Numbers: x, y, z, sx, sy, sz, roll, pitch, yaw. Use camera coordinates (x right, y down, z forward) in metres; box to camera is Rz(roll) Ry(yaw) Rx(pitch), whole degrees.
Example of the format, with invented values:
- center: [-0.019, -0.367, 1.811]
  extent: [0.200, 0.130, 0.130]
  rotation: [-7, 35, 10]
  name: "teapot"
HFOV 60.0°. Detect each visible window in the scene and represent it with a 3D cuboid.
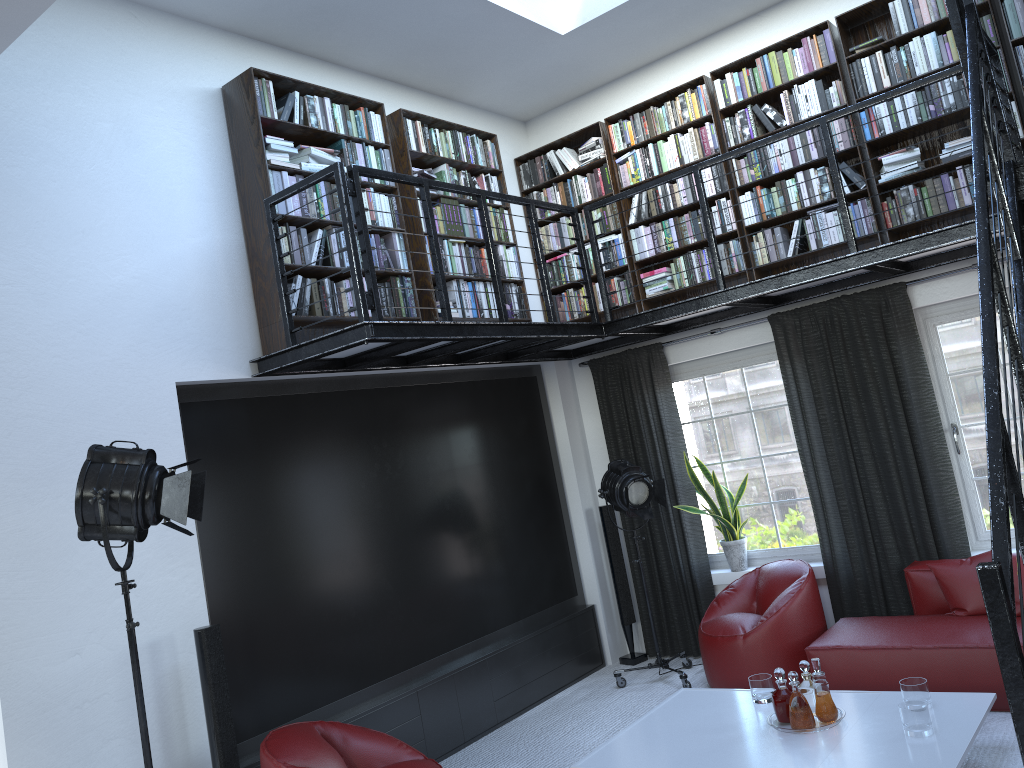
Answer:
- center: [1.715, 0.561, 6.651]
  extent: [1.161, 1.612, 0.133]
  rotation: [-15, -8, 37]
  name: "window"
- center: [3.265, 0.178, 5.452]
  extent: [1.161, 1.612, 0.133]
  rotation: [-15, -8, 37]
  name: "window"

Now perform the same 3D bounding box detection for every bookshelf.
- center: [1.125, -1.444, 4.949]
  extent: [4.454, 1.622, 3.092]
  rotation: [-14, -6, 37]
  name: "bookshelf"

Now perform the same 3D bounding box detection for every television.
- center: [-0.551, 1.111, 5.767]
  extent: [0.116, 2.436, 3.356]
  rotation: [-16, -7, 37]
  name: "television"

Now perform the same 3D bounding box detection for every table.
- center: [1.299, 1.760, 4.185]
  extent: [1.657, 0.245, 1.167]
  rotation: [-14, -6, 37]
  name: "table"

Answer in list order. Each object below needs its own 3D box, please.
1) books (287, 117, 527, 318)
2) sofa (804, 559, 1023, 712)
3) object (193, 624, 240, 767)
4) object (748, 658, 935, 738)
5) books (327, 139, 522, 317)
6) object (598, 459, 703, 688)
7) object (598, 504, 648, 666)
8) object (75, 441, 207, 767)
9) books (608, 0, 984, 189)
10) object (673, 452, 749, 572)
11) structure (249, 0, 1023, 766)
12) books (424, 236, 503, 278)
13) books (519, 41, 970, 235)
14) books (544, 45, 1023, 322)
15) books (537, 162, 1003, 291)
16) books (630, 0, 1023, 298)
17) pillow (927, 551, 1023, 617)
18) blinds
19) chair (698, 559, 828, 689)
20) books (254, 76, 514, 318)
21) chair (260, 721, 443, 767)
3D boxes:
- center: [0.869, -1.492, 4.630]
  extent: [4.356, 1.414, 2.207]
  rotation: [-14, -6, 36]
  name: "books"
- center: [2.281, 1.362, 3.925]
  extent: [2.529, 0.658, 3.283]
  rotation: [-14, -6, 37]
  name: "sofa"
- center: [-1.346, 1.747, 4.109]
  extent: [0.157, 1.226, 0.157]
  rotation: [-13, -7, 18]
  name: "object"
- center: [1.506, 1.455, 4.261]
  extent: [1.003, 0.296, 0.513]
  rotation: [-14, -6, 40]
  name: "object"
- center: [1.069, -1.375, 4.861]
  extent: [4.314, 1.144, 1.600]
  rotation: [-14, -6, 36]
  name: "books"
- center: [1.947, 1.092, 5.910]
  extent: [2.897, 1.585, 0.752]
  rotation: [-12, -6, 21]
  name: "object"
- center: [0.838, 1.563, 6.956]
  extent: [0.158, 1.226, 0.156]
  rotation: [-6, -8, -37]
  name: "object"
- center: [-1.403, 0.993, 3.493]
  extent: [0.545, 1.585, 0.608]
  rotation: [-10, -6, -9]
  name: "object"
- center: [1.889, -1.865, 6.090]
  extent: [2.624, 0.831, 0.213]
  rotation: [-14, -7, 37]
  name: "books"
- center: [1.418, 0.944, 6.567]
  extent: [0.527, 0.943, 0.550]
  rotation: [-5, -8, -42]
  name: "object"
- center: [0.961, 0.228, 4.155]
  extent: [4.466, 3.367, 4.621]
  rotation: [-14, -6, 37]
  name: "structure"
- center: [1.210, -1.523, 5.047]
  extent: [4.362, 1.410, 1.171]
  rotation: [-14, -7, 37]
  name: "books"
- center: [1.938, -1.573, 6.043]
  extent: [4.420, 1.402, 0.242]
  rotation: [-14, -7, 37]
  name: "books"
- center: [1.630, -1.561, 5.671]
  extent: [4.413, 1.434, 1.287]
  rotation: [-14, -7, 38]
  name: "books"
- center: [1.940, -1.585, 6.048]
  extent: [4.414, 1.417, 0.227]
  rotation: [-14, -7, 37]
  name: "books"
- center: [2.263, -1.509, 5.817]
  extent: [3.375, 1.126, 0.240]
  rotation: [-14, -7, 37]
  name: "books"
- center: [3.126, 1.003, 4.434]
  extent: [0.984, 0.403, 1.947]
  rotation: [-10, -5, -10]
  name: "pillow"
- center: [1.785, 0.729, 6.333]
  extent: [2.496, 2.395, 0.125]
  rotation: [-15, -8, 37]
  name: "blinds"
- center: [1.638, 1.593, 5.855]
  extent: [0.830, 0.714, 0.827]
  rotation: [-10, -5, -1]
  name: "chair"
- center: [-0.765, -1.101, 5.862]
  extent: [0.313, 1.428, 2.209]
  rotation: [-16, -7, 37]
  name: "books"
- center: [-0.675, 1.880, 4.010]
  extent: [0.828, 0.714, 0.829]
  rotation: [-12, -6, 17]
  name: "chair"
